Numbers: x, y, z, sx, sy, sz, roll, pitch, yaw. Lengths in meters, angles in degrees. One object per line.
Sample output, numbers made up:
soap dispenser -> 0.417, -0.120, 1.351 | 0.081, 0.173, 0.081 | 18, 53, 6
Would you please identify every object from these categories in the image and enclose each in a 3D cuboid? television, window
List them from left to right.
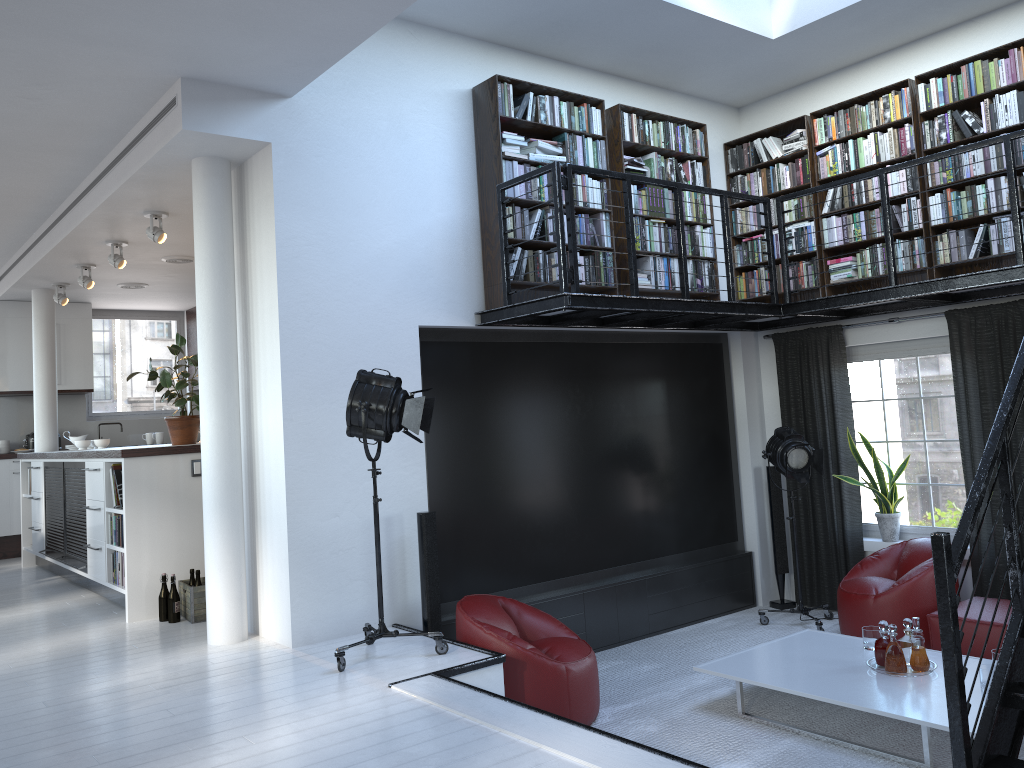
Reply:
window -> -5.014, -0.260, 11.810 | 1.298, 1.462, 0.132 | -1, -5, -38
television -> 0.717, 0.787, 6.887 | 3.354, 2.433, 0.116 | -1, -5, -38
window -> 3.169, 0.454, 7.141 | 0.133, 1.609, 1.164 | 0, -5, -38

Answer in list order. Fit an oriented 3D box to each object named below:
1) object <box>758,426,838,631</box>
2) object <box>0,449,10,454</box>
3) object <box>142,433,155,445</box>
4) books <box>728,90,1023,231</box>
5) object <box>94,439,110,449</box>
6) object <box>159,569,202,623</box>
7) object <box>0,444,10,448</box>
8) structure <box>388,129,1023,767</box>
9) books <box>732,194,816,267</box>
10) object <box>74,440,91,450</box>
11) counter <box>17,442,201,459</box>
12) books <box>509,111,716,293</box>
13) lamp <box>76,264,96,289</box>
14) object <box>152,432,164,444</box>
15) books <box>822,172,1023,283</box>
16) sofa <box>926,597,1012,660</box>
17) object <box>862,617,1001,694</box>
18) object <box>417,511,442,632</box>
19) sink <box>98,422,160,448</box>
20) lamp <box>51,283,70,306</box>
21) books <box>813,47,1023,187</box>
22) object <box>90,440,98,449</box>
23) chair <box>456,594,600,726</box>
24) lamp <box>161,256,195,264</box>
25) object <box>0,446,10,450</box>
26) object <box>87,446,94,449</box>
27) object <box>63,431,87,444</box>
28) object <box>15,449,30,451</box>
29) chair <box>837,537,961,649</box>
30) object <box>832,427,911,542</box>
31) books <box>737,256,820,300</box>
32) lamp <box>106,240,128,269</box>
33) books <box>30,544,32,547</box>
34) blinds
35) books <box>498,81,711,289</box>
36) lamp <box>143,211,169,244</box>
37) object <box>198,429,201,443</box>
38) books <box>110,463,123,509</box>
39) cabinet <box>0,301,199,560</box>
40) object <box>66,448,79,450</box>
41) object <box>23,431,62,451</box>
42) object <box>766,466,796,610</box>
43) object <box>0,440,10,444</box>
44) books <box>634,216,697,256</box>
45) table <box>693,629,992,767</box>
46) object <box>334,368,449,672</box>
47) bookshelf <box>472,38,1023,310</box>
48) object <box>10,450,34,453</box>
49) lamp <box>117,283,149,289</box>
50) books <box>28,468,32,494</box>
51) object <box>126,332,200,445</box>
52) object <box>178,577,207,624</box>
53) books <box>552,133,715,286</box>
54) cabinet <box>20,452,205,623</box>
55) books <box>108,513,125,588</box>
object -> 3.161, 1.046, 6.408 | 2.900, 1.582, 0.753 | -5, -4, 36
object -> -6.065, 0.808, 10.562 | 0.153, 0.056, 0.153 | -4, -3, 5
object -> -4.637, 0.702, 11.324 | 0.138, 0.152, 0.108 | 0, -5, -43
books -> 3.419, -1.601, 6.328 | 0.242, 1.400, 4.430 | 0, -4, -38
object -> -4.217, 0.616, 9.111 | 0.157, 0.093, 0.156 | -2, -3, -23
object -> -2.182, 1.468, 6.208 | 0.556, 0.325, 0.288 | -3, -4, -11
object -> -6.070, 0.743, 10.562 | 0.153, 0.063, 0.152 | -3, -3, -9
structure -> 1.848, 0.173, 4.882 | 4.617, 3.362, 4.476 | -1, -4, -38
books -> 3.422, -1.612, 6.330 | 0.227, 1.415, 4.424 | 0, -4, -38
object -> -4.391, 0.625, 9.071 | 0.157, 0.093, 0.156 | -1, -4, -38
counter -> -3.452, 0.614, 8.297 | 1.447, 0.061, 4.189 | -2, -3, -38
books -> 2.028, -1.565, 5.228 | 2.206, 1.412, 4.365 | -1, -3, -39
lamp -> -4.182, -1.046, 8.703 | 0.183, 0.239, 0.182 | -1, -4, -34
object -> -4.509, 0.694, 11.321 | 0.109, 0.152, 0.138 | -4, -4, 13
books -> 3.669, -1.487, 6.034 | 0.240, 1.125, 3.383 | 0, -4, -38
sofa -> 2.964, 1.459, 4.423 | 3.281, 0.657, 2.535 | -2, -3, -38
object -> 2.293, 1.444, 4.947 | 0.512, 0.295, 1.006 | -2, -3, -35
object -> -0.519, 1.416, 5.526 | 0.157, 1.224, 0.157 | -6, -5, 33
sink -> -4.288, 0.683, 9.872 | 0.648, 0.520, 0.545 | -1, -4, -38
lamp -> -4.894, -0.966, 9.616 | 0.183, 0.239, 0.182 | -1, -4, -34
books -> 3.409, -1.897, 6.361 | 0.213, 0.829, 2.630 | 0, -4, -38
object -> -4.325, 0.628, 9.250 | 0.156, 0.093, 0.156 | -6, -4, 38
chair -> 0.092, 1.629, 5.276 | 0.828, 0.713, 0.830 | -5, -4, 31
lamp -> -3.257, -1.215, 8.674 | 0.328, 0.025, 0.327 | -2, -3, -33
object -> -6.068, 0.773, 10.561 | 0.154, 0.074, 0.152 | -2, -3, -35
object -> -4.484, 0.675, 9.445 | 0.235, 0.041, 0.235 | -1, -3, -42
object -> -4.751, 0.596, 9.654 | 0.269, 0.173, 0.130 | -3, -4, -9
object -> -5.747, 0.780, 10.405 | 0.138, 0.044, 0.136 | -4, -3, 14
chair -> 2.806, 1.509, 6.471 | 0.829, 0.713, 0.829 | -4, -3, 13
object -> 2.829, 0.803, 7.163 | 0.526, 0.942, 0.551 | -1, -4, -27
books -> 3.027, -1.603, 6.044 | 1.286, 1.432, 4.423 | -1, -4, -36
lamp -> -3.470, -1.125, 7.790 | 0.183, 0.239, 0.182 | -1, -4, -34
books -> -4.869, 1.540, 9.318 | 0.293, 0.325, 0.471 | -1, -4, -40
blinds -> 3.142, 0.646, 6.829 | 0.125, 2.392, 2.501 | 0, -5, -38
books -> 0.728, -1.433, 6.856 | 2.207, 1.426, 0.314 | -1, -5, -38
lamp -> -2.758, -1.204, 6.877 | 0.183, 0.239, 0.182 | -1, -4, -34
object -> -3.007, 0.458, 8.552 | 0.082, 0.223, 0.082 | -7, -6, 42
books -> -2.873, 0.755, 6.635 | 0.186, 0.329, 0.322 | 0, -5, -38
cabinet -> -3.968, 0.309, 8.102 | 7.230, 3.009, 7.280 | -1, -3, -38
object -> -4.719, 0.703, 9.650 | 0.261, 0.028, 0.261 | -5, -3, 41
object -> -5.694, 0.673, 10.739 | 0.414, 0.292, 0.277 | -1, -4, -38
object -> 2.312, 1.329, 7.733 | 0.157, 1.224, 0.157 | -2, -5, -22
object -> -6.075, 0.711, 10.566 | 0.153, 0.075, 0.152 | -4, -3, 19
books -> 2.464, -1.580, 5.546 | 1.170, 1.408, 4.372 | -1, -4, -38
table -> 2.048, 1.726, 4.949 | 1.166, 0.244, 1.660 | -2, -3, -38
object -> -0.661, 0.696, 4.884 | 0.544, 1.583, 0.609 | -4, -4, 6
bookshelf -> 2.351, -1.506, 5.478 | 3.090, 1.620, 4.463 | -1, -3, -38
object -> -5.739, 0.795, 10.405 | 0.261, 0.028, 0.261 | -5, -3, 40
lamp -> -4.268, -1.102, 9.971 | 0.328, 0.025, 0.328 | -5, -3, 27
books -> -4.919, 0.990, 9.326 | 0.253, 0.324, 0.508 | -1, -4, -38
object -> -2.650, 0.037, 7.039 | 0.774, 0.893, 0.436 | -5, -4, 20
object -> -2.083, 1.502, 6.279 | 0.455, 0.249, 0.388 | -2, -3, -32
books -> 2.269, -1.440, 5.412 | 1.599, 1.142, 4.324 | -1, -3, -39
cabinet -> -3.410, 1.200, 8.242 | 1.501, 1.174, 4.158 | -1, -3, -38
books -> -2.683, 1.066, 6.607 | 0.492, 0.800, 0.539 | 0, -5, -38
